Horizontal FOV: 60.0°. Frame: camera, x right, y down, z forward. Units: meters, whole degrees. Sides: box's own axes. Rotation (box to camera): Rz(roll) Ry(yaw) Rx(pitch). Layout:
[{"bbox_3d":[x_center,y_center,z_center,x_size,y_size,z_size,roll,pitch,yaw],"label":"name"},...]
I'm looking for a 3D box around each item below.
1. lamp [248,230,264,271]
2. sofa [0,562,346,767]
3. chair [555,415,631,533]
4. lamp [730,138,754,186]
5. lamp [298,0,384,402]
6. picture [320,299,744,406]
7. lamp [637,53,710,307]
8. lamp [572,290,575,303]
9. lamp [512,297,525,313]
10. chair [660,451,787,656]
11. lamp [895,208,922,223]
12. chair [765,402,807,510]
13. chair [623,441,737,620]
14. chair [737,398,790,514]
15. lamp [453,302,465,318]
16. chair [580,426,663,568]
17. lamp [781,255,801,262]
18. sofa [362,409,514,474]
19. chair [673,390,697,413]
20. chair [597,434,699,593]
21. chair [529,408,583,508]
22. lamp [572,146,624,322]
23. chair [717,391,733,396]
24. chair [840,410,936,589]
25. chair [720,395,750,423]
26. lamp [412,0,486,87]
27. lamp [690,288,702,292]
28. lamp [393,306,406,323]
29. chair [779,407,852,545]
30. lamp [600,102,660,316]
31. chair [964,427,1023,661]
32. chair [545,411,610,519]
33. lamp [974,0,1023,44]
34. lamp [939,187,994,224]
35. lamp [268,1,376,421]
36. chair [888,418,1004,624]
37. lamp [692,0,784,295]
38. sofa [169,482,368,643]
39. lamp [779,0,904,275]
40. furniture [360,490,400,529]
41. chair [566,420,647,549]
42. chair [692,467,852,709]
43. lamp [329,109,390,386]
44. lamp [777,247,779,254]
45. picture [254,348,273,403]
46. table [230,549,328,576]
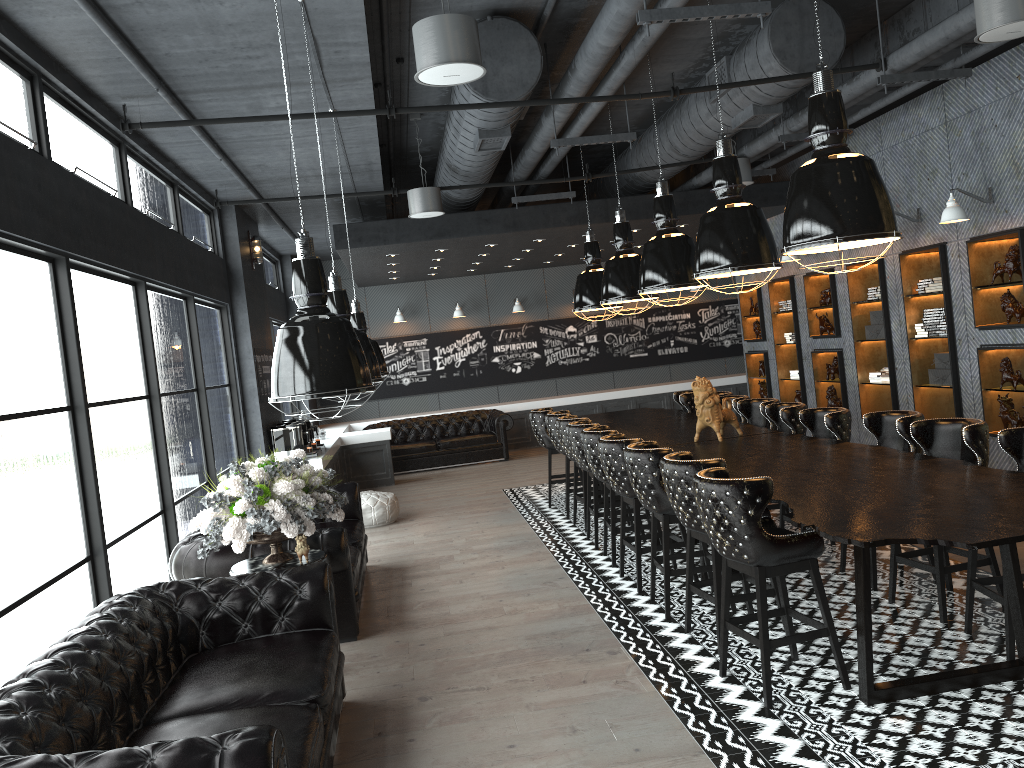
[{"bbox_3d":[-3.078,-1.615,10.699,0.139,0.480,0.145,-7,2,-7],"label":"lamp"},{"bbox_3d":[-1.393,1.438,3.721,1.239,0.838,2.566,-7,2,-7],"label":"sofa"},{"bbox_3d":[0.766,0.850,8.711,0.568,1.092,0.504,-7,2,-10],"label":"chair"},{"bbox_3d":[2.356,-2.653,9.544,0.380,1.045,0.382,-6,2,20],"label":"lamp"},{"bbox_3d":[-0.995,-0.982,4.715,0.391,2.160,0.391,-5,2,38],"label":"lamp"},{"bbox_3d":[2.559,-0.881,17.095,12.467,1.102,0.200,-7,2,-7],"label":"picture"},{"bbox_3d":[1.268,-1.813,7.579,0.621,2.302,0.622,-5,2,38],"label":"lamp"},{"bbox_3d":[1.247,-1.674,16.630,0.243,0.287,0.490,-6,2,9],"label":"lamp"},{"bbox_3d":[0.125,-1.484,16.494,0.243,0.287,0.490,-6,2,9],"label":"lamp"},{"bbox_3d":[1.207,0.944,5.187,0.568,1.092,0.504,-7,2,-13],"label":"chair"},{"bbox_3d":[3.828,-1.604,8.792,0.489,0.287,0.244,-6,2,9],"label":"lamp"},{"bbox_3d":[2.252,0.728,7.499,0.568,1.092,0.504,-7,2,1],"label":"chair"},{"bbox_3d":[1.078,0.931,5.880,0.568,1.092,0.504,-7,2,-3],"label":"chair"},{"bbox_3d":[2.232,0.702,8.182,0.568,1.092,0.504,-7,2,-12],"label":"chair"},{"bbox_3d":[-0.963,-1.380,16.360,0.243,0.287,0.490,-6,2,9],"label":"lamp"},{"bbox_3d":[0.901,0.893,7.302,0.568,1.092,0.504,-7,2,-2],"label":"chair"},{"bbox_3d":[3.556,-1.680,10.962,0.489,0.287,0.244,-6,2,9],"label":"lamp"},{"bbox_3d":[-1.273,0.962,14.958,2.566,0.838,1.240,-7,2,-8],"label":"sofa"},{"bbox_3d":[1.959,0.647,10.298,0.568,1.092,0.504,-7,2,2],"label":"chair"},{"bbox_3d":[0.968,0.916,6.558,0.568,1.092,0.504,-7,2,-9],"label":"chair"},{"bbox_3d":[0.532,0.819,10.134,0.568,1.092,0.504,-7,2,2],"label":"chair"},{"bbox_3d":[0.908,-1.891,10.477,0.621,2.302,0.622,-5,2,38],"label":"lamp"},{"bbox_3d":[2.153,0.654,9.573,0.568,1.092,0.504,-7,2,-10],"label":"chair"},{"bbox_3d":[2.545,0.755,6.031,0.568,1.092,0.504,-7,2,-5],"label":"chair"},{"bbox_3d":[2.145,0.684,8.881,0.568,1.092,0.504,-7,2,-16],"label":"chair"},{"bbox_3d":[-0.381,-2.126,4.647,0.382,1.029,0.380,-7,2,-17],"label":"lamp"},{"bbox_3d":[3.493,-1.909,16.905,0.243,0.287,0.490,-6,2,9],"label":"lamp"},{"bbox_3d":[-2.031,-1.280,16.229,0.243,0.287,0.490,-6,2,9],"label":"lamp"},{"bbox_3d":[2.326,0.751,6.741,0.568,1.092,0.504,-7,2,-5],"label":"chair"},{"bbox_3d":[1.088,-1.852,9.028,0.621,2.302,0.622,-5,2,38],"label":"lamp"},{"bbox_3d":[2.683,0.797,4.602,0.568,1.092,0.504,-7,2,2],"label":"chair"},{"bbox_3d":[0.689,0.830,9.422,0.568,1.092,0.504,-7,2,2],"label":"chair"},{"bbox_3d":[2.785,-2.517,5.034,0.381,1.045,0.380,-6,2,4],"label":"lamp"},{"bbox_3d":[3.962,-1.573,7.712,0.489,0.287,0.244,-6,2,9],"label":"lamp"},{"bbox_3d":[-0.811,-0.939,3.241,0.391,2.153,0.391,-5,2,38],"label":"lamp"},{"bbox_3d":[2.588,0.779,5.316,0.568,1.092,0.504,-7,2,-14],"label":"chair"},{"bbox_3d":[1.448,-1.775,6.131,0.621,2.302,0.622,-5,2,38],"label":"lamp"},{"bbox_3d":[-1.796,1.351,6.968,1.239,0.838,2.566,-7,2,-7],"label":"sofa"},{"bbox_3d":[1.628,-1.736,4.682,0.621,2.302,0.622,-5,2,38],"label":"lamp"},{"bbox_3d":[-1.644,1.437,10.255,0.679,0.383,0.679,-7,2,-7],"label":"furniture"},{"bbox_3d":[0.824,0.872,8.009,0.568,1.092,0.504,-7,2,-4],"label":"chair"},{"bbox_3d":[1.249,0.970,4.455,0.568,1.092,0.504,-7,2,-15],"label":"chair"},{"bbox_3d":[-1.263,-1.040,6.876,0.391,2.160,0.391,-5,2,38],"label":"lamp"},{"bbox_3d":[3.411,-1.729,12.106,0.489,0.287,0.244,-6,2,9],"label":"lamp"},{"bbox_3d":[-3.015,-0.106,10.767,0.086,0.634,1.390,-7,2,-7],"label":"picture"},{"bbox_3d":[-1.368,1.426,5.369,0.573,0.726,0.572,-8,3,-43],"label":"table"}]
